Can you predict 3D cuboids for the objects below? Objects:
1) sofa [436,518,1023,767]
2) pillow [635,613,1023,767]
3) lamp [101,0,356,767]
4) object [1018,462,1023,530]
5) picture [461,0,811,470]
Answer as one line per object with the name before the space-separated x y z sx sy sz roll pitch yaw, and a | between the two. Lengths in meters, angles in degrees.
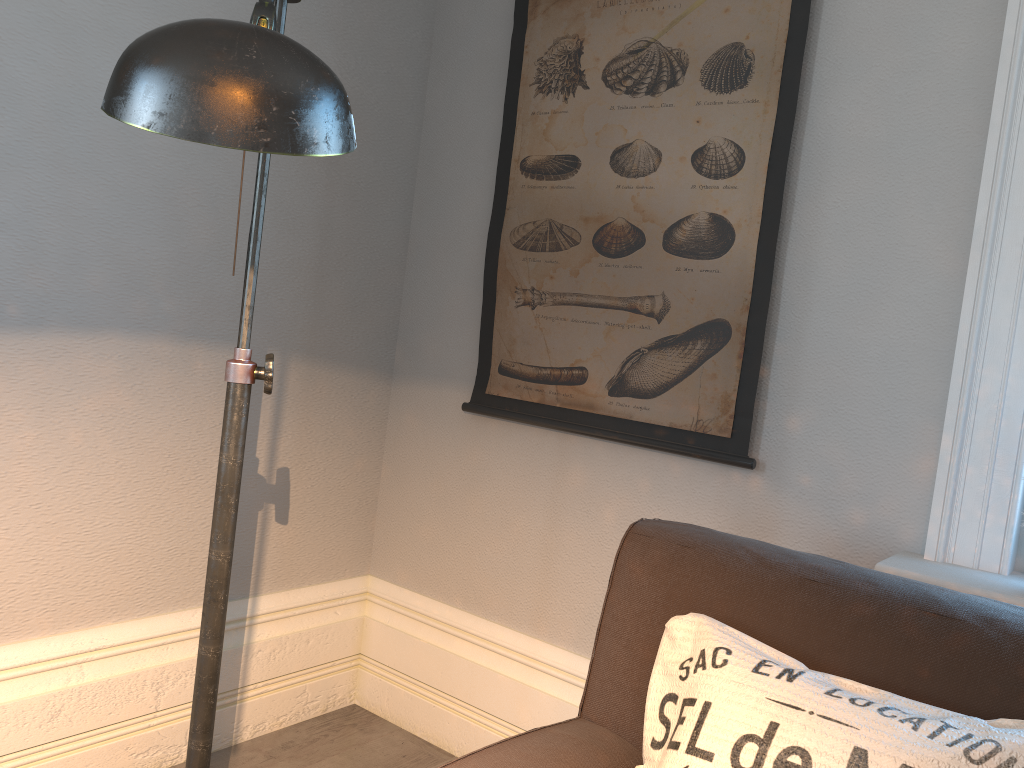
sofa | 0.785 0.754 0.525 2.166 0.824 0.968 10 4 37
pillow | 0.348 0.501 1.006 0.519 0.368 0.240 10 4 37
lamp | -0.315 0.157 1.433 0.797 1.644 1.865 6 3 -15
object | 0.940 0.139 1.419 0.247 0.423 0.263 6 3 -17
picture | 0.270 -0.526 2.027 0.793 1.313 0.057 10 4 37
